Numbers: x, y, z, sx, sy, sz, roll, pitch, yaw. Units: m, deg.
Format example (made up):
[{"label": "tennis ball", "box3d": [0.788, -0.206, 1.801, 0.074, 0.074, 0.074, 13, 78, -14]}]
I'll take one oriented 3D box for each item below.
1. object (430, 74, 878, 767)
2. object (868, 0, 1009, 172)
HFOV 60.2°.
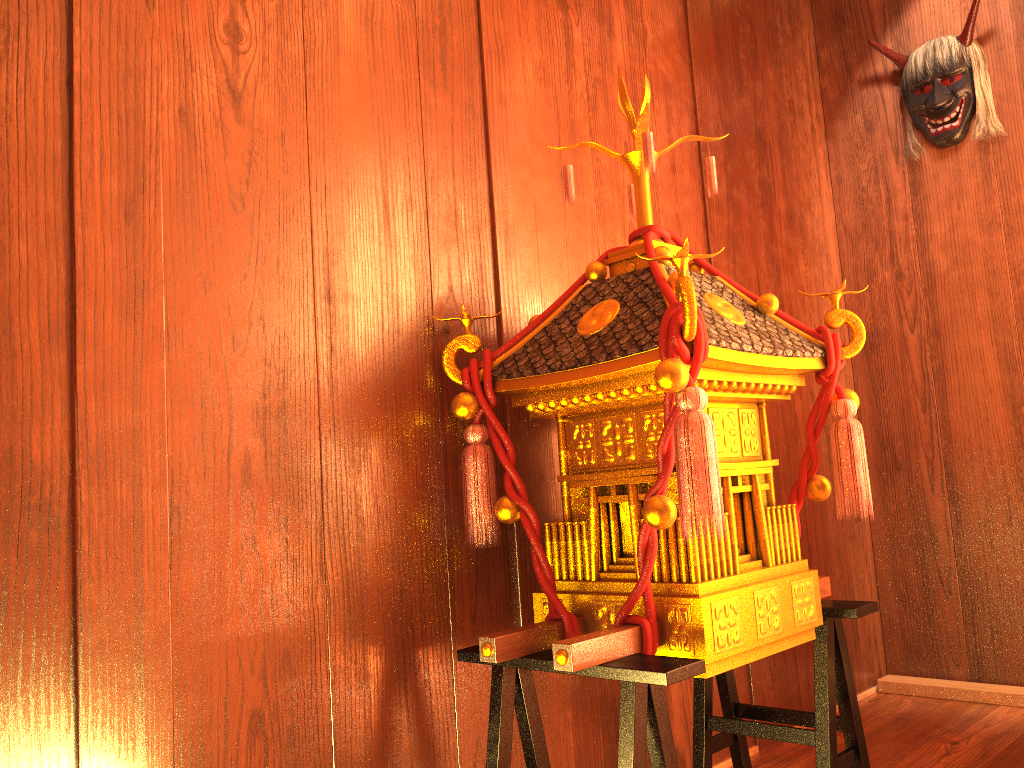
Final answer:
[{"label": "object", "box3d": [0.290, 0.142, 1.679, 0.837, 1.513, 0.587, 3, -10, -45]}, {"label": "object", "box3d": [1.351, -0.926, 2.797, 0.142, 0.453, 0.351, 3, -10, -45]}]
